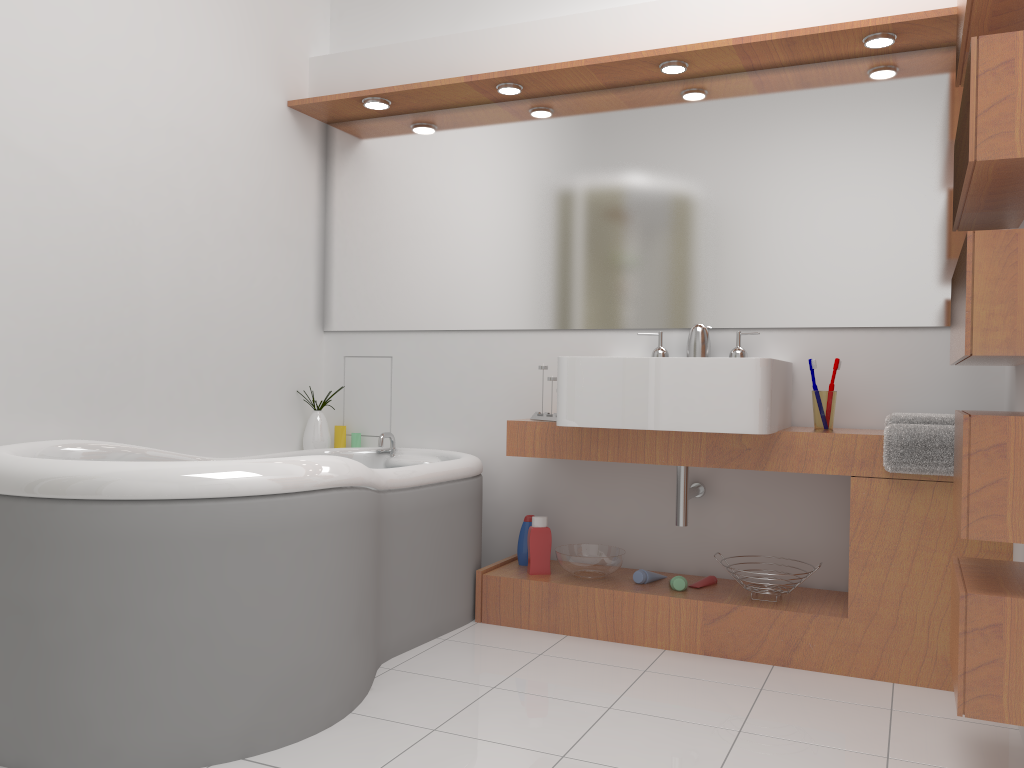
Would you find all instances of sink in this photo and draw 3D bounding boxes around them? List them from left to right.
[{"bbox_3d":[0.538,0.129,2.890,0.657,0.673,0.552,1,0,24],"label":"sink"}]

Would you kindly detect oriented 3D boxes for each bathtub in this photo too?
[{"bbox_3d":[-0.731,0.504,2.755,1.055,0.674,1.863,1,0,24],"label":"bathtub"}]

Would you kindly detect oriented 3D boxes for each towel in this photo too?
[{"bbox_3d":[1.267,0.174,2.626,0.272,0.140,0.359,1,0,24],"label":"towel"}]

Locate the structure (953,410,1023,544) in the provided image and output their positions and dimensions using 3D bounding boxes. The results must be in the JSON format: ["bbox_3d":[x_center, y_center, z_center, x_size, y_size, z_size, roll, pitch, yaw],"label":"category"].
[{"bbox_3d":[1.048,0.185,1.902,0.165,0.245,0.417,1,0,24],"label":"structure"}]

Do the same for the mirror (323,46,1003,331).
[{"bbox_3d":[0.367,-0.646,3.273,2.600,0.887,0.022,1,0,24],"label":"mirror"}]

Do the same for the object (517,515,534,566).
[{"bbox_3d":[0.066,0.576,3.260,0.092,0.190,0.044,1,0,-9],"label":"object"}]

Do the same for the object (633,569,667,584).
[{"bbox_3d":[0.477,0.655,3.055,0.059,0.052,0.187,1,0,36],"label":"object"}]

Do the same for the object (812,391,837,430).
[{"bbox_3d":[0.991,0.087,2.817,0.076,0.130,0.076,1,0,-23],"label":"object"}]

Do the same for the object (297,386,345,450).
[{"bbox_3d":[-0.784,0.170,3.639,0.215,0.326,0.154,1,0,-35],"label":"object"}]

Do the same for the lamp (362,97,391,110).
[{"bbox_3d":[-0.530,-1.097,3.470,0.113,0.021,0.113,1,0,-4],"label":"lamp"}]

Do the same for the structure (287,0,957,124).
[{"bbox_3d":[0.320,-1.207,3.154,2.606,0.240,0.287,1,0,24],"label":"structure"}]

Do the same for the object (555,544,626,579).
[{"bbox_3d":[0.272,0.626,3.094,0.245,0.090,0.245,1,0,-4],"label":"object"}]

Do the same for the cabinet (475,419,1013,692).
[{"bbox_3d":[0.695,0.499,2.916,1.635,0.719,0.355,1,0,24],"label":"cabinet"}]

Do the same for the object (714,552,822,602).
[{"bbox_3d":[0.814,0.620,2.831,0.291,0.126,0.291,1,0,-17],"label":"object"}]

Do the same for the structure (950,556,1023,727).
[{"bbox_3d":[1.042,0.535,1.904,0.165,0.245,0.417,1,0,24],"label":"structure"}]

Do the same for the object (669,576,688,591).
[{"bbox_3d":[0.558,0.656,2.975,0.059,0.052,0.187,1,0,9],"label":"object"}]

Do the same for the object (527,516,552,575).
[{"bbox_3d":[0.096,0.570,3.119,0.079,0.207,0.046,1,0,-11],"label":"object"}]

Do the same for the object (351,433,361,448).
[{"bbox_3d":[-0.650,0.271,3.696,0.038,0.133,0.038,1,0,-32],"label":"object"}]

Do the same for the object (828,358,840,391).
[{"bbox_3d":[1.021,0.032,2.831,0.052,0.231,0.016,1,0,-26],"label":"object"}]

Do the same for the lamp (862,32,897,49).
[{"bbox_3d":[1.137,-1.063,2.744,0.098,0.018,0.098,1,0,4],"label":"lamp"}]

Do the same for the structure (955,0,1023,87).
[{"bbox_3d":[1.162,-0.967,2.099,0.165,0.245,0.860,1,0,24],"label":"structure"}]

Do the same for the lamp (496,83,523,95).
[{"bbox_3d":[-0.009,-1.087,3.266,0.098,0.018,0.098,1,0,-45],"label":"lamp"}]

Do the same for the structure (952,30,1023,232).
[{"bbox_3d":[1.154,-0.556,2.101,0.165,0.245,0.860,1,0,24],"label":"structure"}]

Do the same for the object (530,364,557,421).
[{"bbox_3d":[0.141,0.029,3.128,0.059,0.203,0.182,1,0,-35],"label":"object"}]

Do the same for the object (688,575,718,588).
[{"bbox_3d":[0.646,0.671,2.989,0.042,0.037,0.133,1,0,43],"label":"object"}]

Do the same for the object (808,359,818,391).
[{"bbox_3d":[0.979,0.033,2.833,0.016,0.228,0.070,1,0,-40],"label":"object"}]

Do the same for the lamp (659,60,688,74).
[{"bbox_3d":[0.549,-1.075,3.012,0.098,0.018,0.098,1,0,-45],"label":"lamp"}]

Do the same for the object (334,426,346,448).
[{"bbox_3d":[-0.723,0.257,3.729,0.047,0.162,0.047,1,0,-39],"label":"object"}]

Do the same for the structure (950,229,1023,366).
[{"bbox_3d":[1.147,-0.175,2.102,0.165,0.245,0.860,1,0,24],"label":"structure"}]
